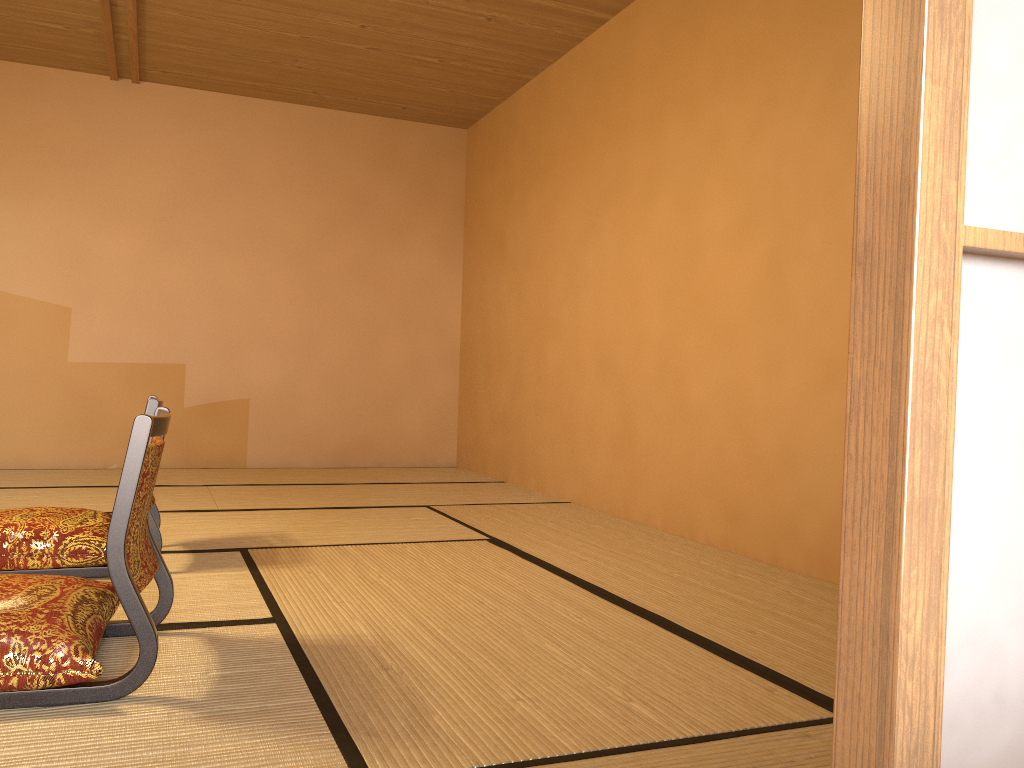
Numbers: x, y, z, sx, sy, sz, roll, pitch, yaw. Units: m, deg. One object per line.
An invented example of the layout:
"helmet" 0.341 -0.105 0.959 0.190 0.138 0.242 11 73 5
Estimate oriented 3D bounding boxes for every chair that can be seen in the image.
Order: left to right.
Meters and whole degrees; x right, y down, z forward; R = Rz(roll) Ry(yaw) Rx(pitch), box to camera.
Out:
"chair" -1.071 0.318 1.832 0.687 0.547 0.582 2 0 -18
"chair" -1.488 0.306 2.836 0.699 0.547 0.582 2 1 -23

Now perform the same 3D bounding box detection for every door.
"door" 0.646 -0.322 0.608 0.992 1.935 0.040 2 1 -22
